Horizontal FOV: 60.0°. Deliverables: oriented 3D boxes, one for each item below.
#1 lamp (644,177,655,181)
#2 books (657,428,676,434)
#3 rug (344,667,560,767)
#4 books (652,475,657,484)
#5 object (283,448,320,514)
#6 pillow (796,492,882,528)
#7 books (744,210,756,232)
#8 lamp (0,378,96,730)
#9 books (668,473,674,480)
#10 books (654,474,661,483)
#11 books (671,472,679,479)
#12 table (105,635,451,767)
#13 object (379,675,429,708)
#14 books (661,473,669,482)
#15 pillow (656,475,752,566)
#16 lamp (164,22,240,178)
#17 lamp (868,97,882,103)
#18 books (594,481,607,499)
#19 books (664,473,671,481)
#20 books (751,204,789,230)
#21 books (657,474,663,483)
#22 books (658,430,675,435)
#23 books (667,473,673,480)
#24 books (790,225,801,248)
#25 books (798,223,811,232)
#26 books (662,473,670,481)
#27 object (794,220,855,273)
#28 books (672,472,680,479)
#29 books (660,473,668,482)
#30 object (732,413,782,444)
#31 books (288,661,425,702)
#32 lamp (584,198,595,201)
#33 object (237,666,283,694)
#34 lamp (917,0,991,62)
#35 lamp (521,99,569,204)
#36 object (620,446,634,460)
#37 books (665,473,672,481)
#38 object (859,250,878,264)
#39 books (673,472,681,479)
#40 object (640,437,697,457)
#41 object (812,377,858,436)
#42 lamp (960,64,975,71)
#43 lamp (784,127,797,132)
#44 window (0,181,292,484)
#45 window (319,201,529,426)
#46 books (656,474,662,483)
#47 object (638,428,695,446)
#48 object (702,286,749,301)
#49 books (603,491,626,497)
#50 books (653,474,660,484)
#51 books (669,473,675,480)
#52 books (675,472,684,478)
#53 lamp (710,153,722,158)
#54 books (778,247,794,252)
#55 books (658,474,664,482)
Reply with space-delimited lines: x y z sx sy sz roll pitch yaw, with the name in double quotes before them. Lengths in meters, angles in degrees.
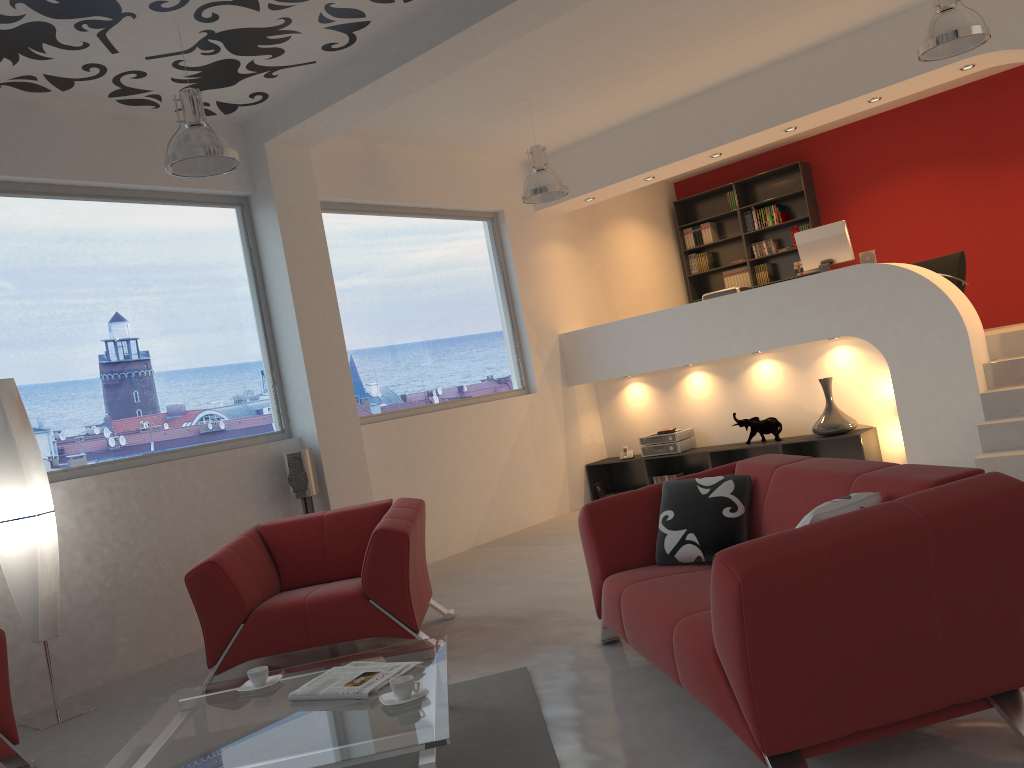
"lamp" 1.298 -1.939 8.378 0.105 0.011 0.105 -11 -1 29
"books" 1.485 0.448 8.516 0.135 0.015 0.190 -11 -1 25
"rug" -0.696 1.395 3.024 1.700 0.025 1.700 -10 -1 -5
"books" 1.415 0.978 8.577 0.031 0.190 0.135 -11 -1 40
"object" -1.391 1.008 6.169 0.214 1.112 0.229 -11 -1 5
"pillow" 0.973 0.532 2.773 0.402 0.343 0.288 -10 -1 -42
"books" 2.856 -1.921 10.534 0.090 0.256 0.181 -11 -1 40
"lamp" -2.519 0.856 4.622 0.313 1.779 0.313 -11 -1 32
"books" 1.550 0.952 8.461 0.031 0.190 0.135 -11 -1 40
"books" 1.437 0.974 8.558 0.031 0.190 0.135 -11 -1 40
"books" 1.572 0.947 8.442 0.031 0.190 0.135 -11 -1 40
"table" -0.735 1.254 3.025 1.097 0.286 1.162 -10 -1 -5
"object" -0.357 1.003 2.907 0.153 0.069 0.153 -10 -1 -23
"books" 1.493 0.963 8.510 0.031 0.190 0.135 -11 -1 40
"pillow" 0.812 0.576 3.757 0.402 0.343 0.288 -11 -1 33
"lamp" -1.711 -1.546 4.714 0.379 0.800 0.379 -10 -1 -21
"lamp" 2.875 -2.250 7.026 0.105 0.011 0.105 -11 -1 29
"books" 0.908 1.084 9.013 0.063 0.187 0.135 -11 -1 40
"books" 1.516 0.958 8.490 0.031 0.190 0.135 -11 -1 40
"books" 3.016 -1.969 10.364 0.341 0.286 0.231 -11 -1 40
"books" 1.460 0.969 8.539 0.031 0.190 0.135 -11 -1 40
"books" 1.484 0.463 8.506 0.135 0.015 0.190 -11 -1 20
"books" 1.539 0.954 8.471 0.031 0.190 0.135 -11 -1 40
"books" 3.299 -1.686 10.199 0.090 0.256 0.181 -11 -1 40
"books" 3.390 -1.696 10.121 0.146 0.240 0.170 -11 -1 40
"books" 1.505 0.961 8.500 0.031 0.190 0.135 -11 -1 40
"object" 2.761 -1.162 7.803 0.458 0.452 0.230 -11 -1 40
"books" 1.584 0.945 8.432 0.031 0.190 0.135 -11 -1 40
"books" 1.482 0.965 8.519 0.031 0.190 0.135 -11 -1 40
"object" 2.205 0.379 7.964 0.191 0.296 0.507 -10 -1 -34
"books" -0.562 1.062 3.174 0.367 0.035 0.345 -11 -1 30
"lamp" 0.773 -1.835 8.829 0.105 0.011 0.105 -11 -1 44
"object" -0.963 1.121 3.377 0.153 0.069 0.153 -11 -1 7
"lamp" 2.453 -2.312 5.072 0.379 0.800 0.379 -11 -1 11
"lamp" 0.194 -1.866 7.009 0.379 0.800 0.379 -11 -1 11
"object" 1.131 0.671 8.758 0.130 0.117 0.146 -11 -1 15
"books" 1.527 0.956 8.481 0.031 0.190 0.135 -11 -1 40
"object" 3.068 -1.066 7.627 0.133 0.147 0.151 -11 -1 24
"books" 1.595 0.943 8.423 0.031 0.190 0.135 -11 -1 40
"object" 1.502 0.607 8.544 0.430 0.100 0.365 -11 -1 40
"object" 2.695 0.187 7.500 0.369 0.481 0.369 -11 -1 5
"lamp" 3.386 -2.351 6.588 0.105 0.011 0.105 -11 -1 29
"lamp" 2.349 -2.146 7.477 0.105 0.011 0.105 -11 -1 29
"window" -2.569 -0.352 5.601 0.100 1.800 2.400 -11 -1 40
"window" -0.791 -0.651 7.743 0.100 1.800 2.400 -11 -1 40
"books" 1.448 0.972 8.548 0.031 0.190 0.135 -11 -1 40
"object" 1.489 0.510 8.551 0.430 0.077 0.349 -11 -1 40
"object" 2.105 -0.801 8.502 0.397 0.217 0.458 -11 -1 40
"books" 1.040 1.112 8.972 0.190 0.015 0.135 -11 -1 40
"books" 1.426 0.976 8.567 0.031 0.190 0.135 -11 -1 40
"books" 1.561 0.949 8.452 0.031 0.190 0.135 -11 -1 40
"books" 1.606 0.941 8.413 0.031 0.190 0.135 -11 -1 40
"lamp" 1.824 -2.042 7.928 0.105 0.011 0.105 -11 -1 29
"books" 3.207 -1.560 10.303 0.190 0.015 0.135 -11 -1 40
"books" 1.471 0.967 8.529 0.031 0.190 0.135 -11 -1 40
